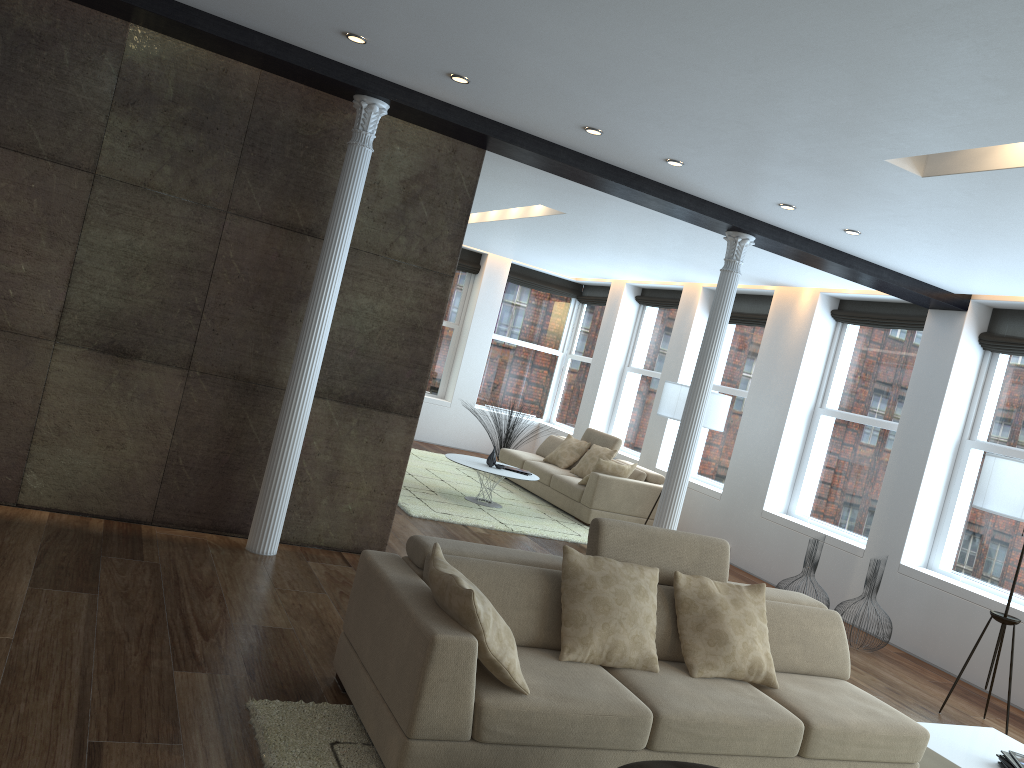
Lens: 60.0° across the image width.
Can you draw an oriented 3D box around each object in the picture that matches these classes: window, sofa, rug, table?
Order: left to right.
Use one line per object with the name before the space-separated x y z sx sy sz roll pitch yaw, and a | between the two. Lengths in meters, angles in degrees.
window | -1.414 -0.997 13.470 1.420 2.400 0.123 13 2 -25
rug | -0.416 1.197 10.306 2.972 0.020 4.231 13 2 -25
table | -0.254 1.056 9.306 1.022 0.393 1.022 15 2 20
window | 0.220 -0.606 14.235 1.474 2.400 0.123 13 2 -25
sofa | 0.824 1.017 10.804 1.018 0.950 2.581 13 2 -25
window | 1.922 -0.115 12.201 0.123 2.400 1.444 13 2 -25
sofa | 0.638 1.173 4.005 2.581 0.950 1.021 13 2 -25
window | 4.040 0.754 22.031 34.761 17.917 13.698 13 2 -25
window | 2.638 0.115 10.571 0.123 2.400 1.345 13 2 -25
window | 3.463 0.380 8.693 0.123 2.400 1.391 13 2 -25
rug | 1.429 1.883 3.005 4.231 0.020 2.972 13 2 -25
table | 2.521 2.017 4.497 0.900 0.170 0.900 13 2 -25
window | 4.185 0.613 7.048 0.123 2.400 1.432 13 2 -25

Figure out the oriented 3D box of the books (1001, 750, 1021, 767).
books | 2.542 1.875 4.306 0.220 0.010 0.300 15 2 10

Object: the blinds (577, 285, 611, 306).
blinds | 1.401 -1.376 13.791 0.156 0.327 1.377 13 2 -25

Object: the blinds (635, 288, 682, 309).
blinds | 2.132 -1.168 12.141 0.156 0.275 1.442 13 2 -25

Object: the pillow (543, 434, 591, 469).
pillow | 0.705 0.854 11.137 0.368 0.416 0.519 13 2 -29

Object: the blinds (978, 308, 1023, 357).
blinds | 4.365 -0.387 6.986 0.183 0.395 1.431 13 2 -25

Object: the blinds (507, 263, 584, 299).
blinds | 0.501 -1.621 14.120 1.442 0.312 0.155 13 2 -25

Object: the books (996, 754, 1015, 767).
books | 2.537 1.894 4.306 0.220 0.010 0.300 14 2 0

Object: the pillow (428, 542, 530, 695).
pillow | -0.142 0.883 3.374 0.395 0.393 0.518 14 2 -21

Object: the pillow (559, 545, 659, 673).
pillow | 0.440 0.992 3.907 0.534 0.439 0.301 14 2 -21

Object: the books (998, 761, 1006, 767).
books | 2.554 1.929 4.303 0.220 0.010 0.300 14 2 -5

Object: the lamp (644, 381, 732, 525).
lamp | 1.713 0.885 9.172 0.698 1.728 0.698 14 2 -1

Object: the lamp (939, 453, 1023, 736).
lamp | 3.224 1.372 5.732 0.698 1.728 0.698 14 2 -1

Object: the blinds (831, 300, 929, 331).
blinds | 3.671 -0.674 8.636 0.156 0.275 1.396 13 2 -25

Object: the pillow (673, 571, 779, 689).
pillow | 0.995 1.136 4.157 0.519 0.416 0.368 14 2 -20

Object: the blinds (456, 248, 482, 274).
blinds | -1.124 -1.984 13.355 1.422 0.363 0.156 13 2 -25

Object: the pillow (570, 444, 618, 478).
pillow | 0.968 0.926 10.575 0.301 0.439 0.534 13 2 -28

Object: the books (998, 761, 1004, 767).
books | 2.528 1.932 4.307 0.220 0.010 0.300 15 2 10

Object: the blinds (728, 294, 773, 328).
blinds | 2.832 -0.881 10.516 0.156 0.393 1.342 13 2 -25

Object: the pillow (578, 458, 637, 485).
pillow | 1.055 0.995 9.785 0.518 0.393 0.395 13 2 -28

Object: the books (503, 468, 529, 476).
books | 0.045 0.921 9.403 0.300 0.010 0.220 15 2 10

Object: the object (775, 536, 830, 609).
object | 2.475 1.623 7.436 0.458 0.781 0.458 13 2 -25

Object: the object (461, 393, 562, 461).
object | -0.074 0.691 12.360 1.119 1.014 1.125 13 2 -38

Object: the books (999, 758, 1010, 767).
books | 2.532 1.913 4.307 0.220 0.010 0.300 15 2 10

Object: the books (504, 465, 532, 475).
books | 0.052 0.912 9.427 0.300 0.010 0.220 14 2 -10

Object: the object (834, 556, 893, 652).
object | 2.853 1.729 7.103 0.458 0.781 0.458 13 2 -25

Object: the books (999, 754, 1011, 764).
books | 2.563 1.891 4.302 0.220 0.010 0.300 14 2 -10

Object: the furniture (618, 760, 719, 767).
furniture | 0.705 1.519 2.610 1.057 0.355 1.057 14 2 -23

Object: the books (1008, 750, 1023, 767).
books | 2.568 1.873 4.301 0.220 0.010 0.300 15 2 15
